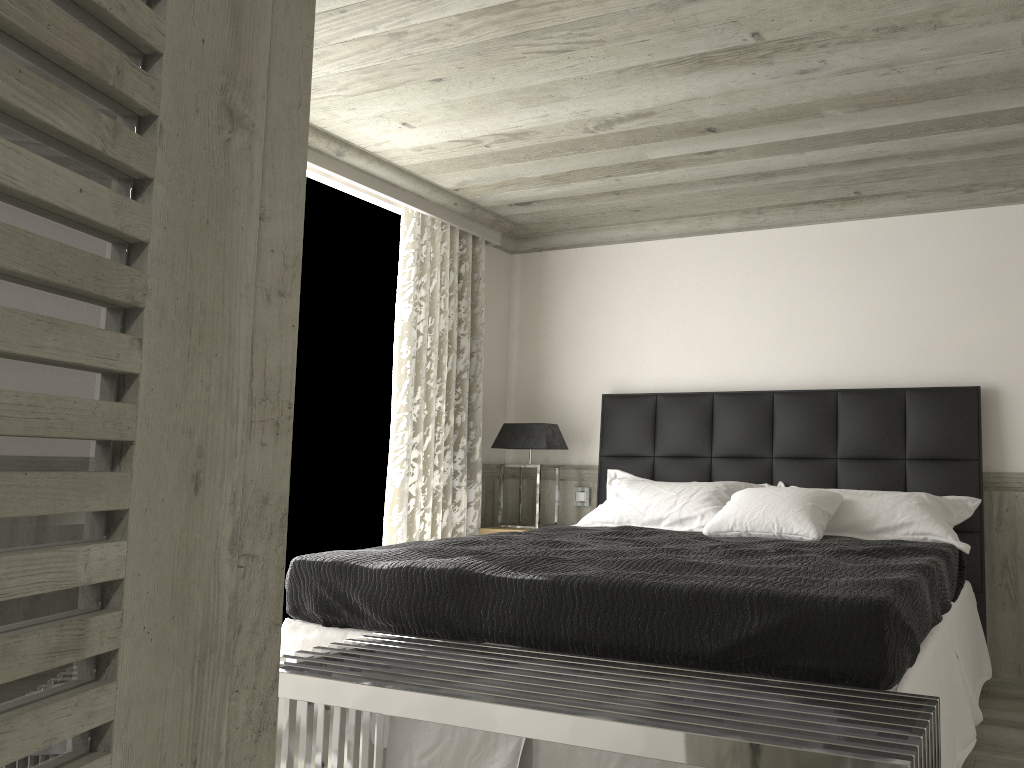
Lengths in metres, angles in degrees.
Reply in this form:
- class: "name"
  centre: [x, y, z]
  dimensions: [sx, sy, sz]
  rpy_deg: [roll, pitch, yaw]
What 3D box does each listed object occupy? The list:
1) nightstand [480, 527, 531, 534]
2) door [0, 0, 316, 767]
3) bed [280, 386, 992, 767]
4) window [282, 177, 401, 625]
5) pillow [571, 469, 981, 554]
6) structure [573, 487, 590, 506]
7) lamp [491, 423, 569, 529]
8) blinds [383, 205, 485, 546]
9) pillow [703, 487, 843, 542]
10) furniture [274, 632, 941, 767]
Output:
- class: "nightstand"
  centre: [0.099, 1.316, 5.768]
  dimensions: [0.445, 0.723, 0.458]
  rpy_deg: [-2, -6, 28]
- class: "door"
  centre: [-0.234, -0.087, 0.429]
  dimensions: [1.392, 2.518, 1.124]
  rpy_deg: [-3, -7, 38]
- class: "bed"
  centre: [0.830, 0.711, 4.064]
  dimensions: [2.338, 1.625, 3.225]
  rpy_deg: [-2, -6, 29]
- class: "window"
  centre: [-1.319, 0.081, 4.433]
  dimensions: [0.001, 2.888, 3.601]
  rpy_deg: [-2, -6, 31]
- class: "pillow"
  centre: [1.453, 0.702, 5.058]
  dimensions: [2.190, 0.382, 0.677]
  rpy_deg: [-2, -6, 27]
- class: "structure"
  centre: [0.477, 0.777, 6.022]
  dimensions: [0.116, 0.129, 0.018]
  rpy_deg: [-1, -7, 26]
- class: "lamp"
  centre: [0.116, 0.612, 5.853]
  dimensions: [0.406, 0.693, 0.314]
  rpy_deg: [-1, -7, 28]
- class: "blinds"
  centre: [-0.450, 0.210, 5.525]
  dimensions: [0.138, 2.808, 0.893]
  rpy_deg: [-2, -7, 32]
- class: "pillow"
  centre: [1.390, 0.684, 4.634]
  dimensions: [0.603, 0.273, 0.499]
  rpy_deg: [-2, -6, 31]
- class: "furniture"
  centre: [0.155, 1.080, 2.335]
  dimensions: [1.734, 0.560, 0.621]
  rpy_deg: [-2, -6, 26]
